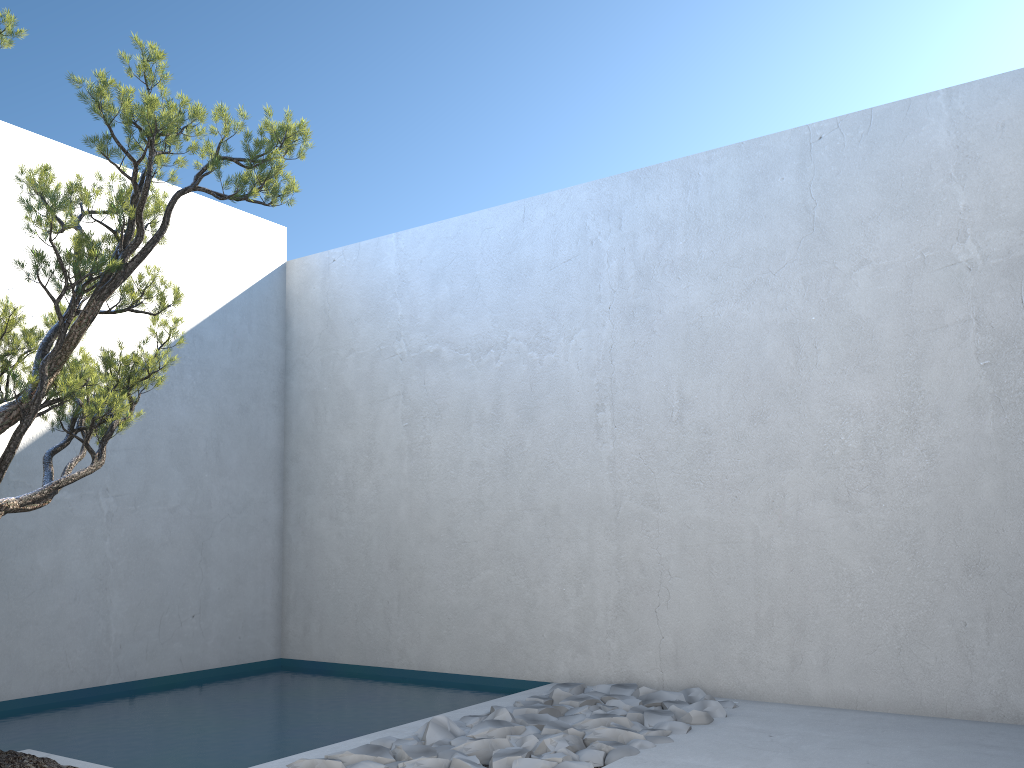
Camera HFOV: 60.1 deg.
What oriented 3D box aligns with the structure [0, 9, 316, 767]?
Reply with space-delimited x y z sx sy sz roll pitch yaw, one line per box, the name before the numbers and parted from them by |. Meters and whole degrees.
structure | -2.153 -0.179 2.852 2.592 3.441 2.537 -4 -8 26
